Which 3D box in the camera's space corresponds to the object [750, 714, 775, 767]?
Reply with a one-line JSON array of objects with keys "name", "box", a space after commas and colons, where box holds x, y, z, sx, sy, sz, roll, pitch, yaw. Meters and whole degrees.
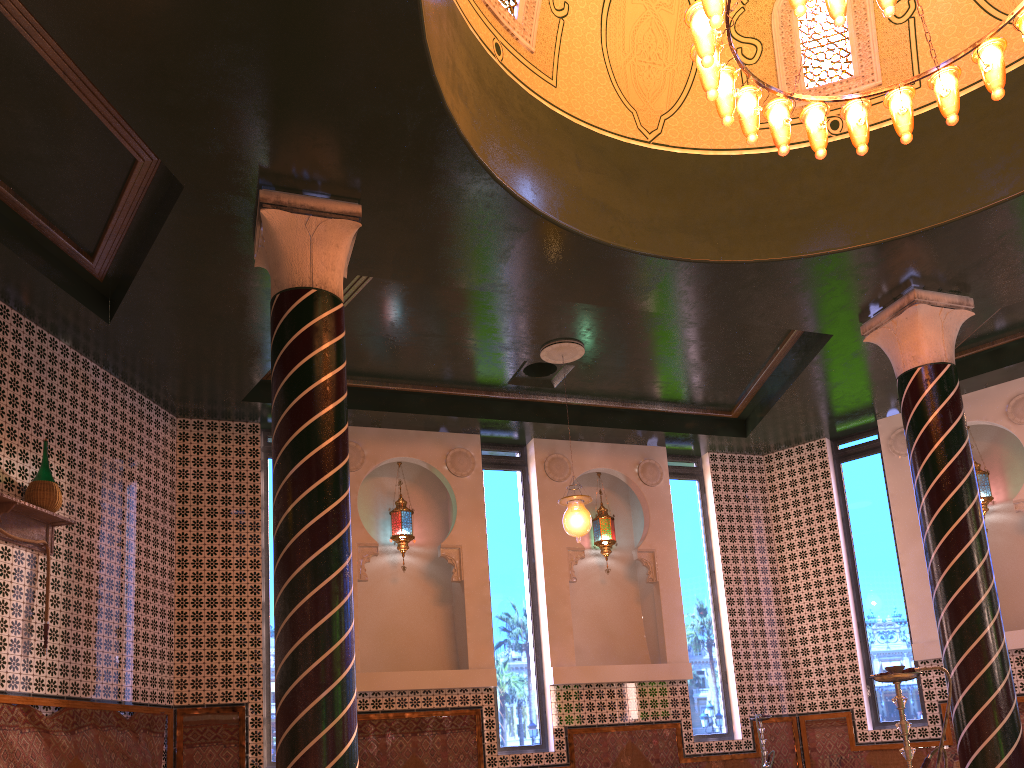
[{"name": "object", "box": [3.360, 5.001, 11.445, 0.303, 1.194, 0.484, -8, -14, 15]}]

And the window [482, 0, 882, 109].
[{"name": "window", "box": [2.214, -4.263, 5.765, 5.793, 1.107, 5.825, -10, -24, 14]}]

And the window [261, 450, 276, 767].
[{"name": "window", "box": [-2.710, 2.732, 10.703, 0.775, 3.811, 0.095, 1, -13, -21]}]

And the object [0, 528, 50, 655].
[{"name": "object", "box": [-4.430, 1.559, 6.972, 0.060, 0.989, 2.106, -6, -21, 8]}]

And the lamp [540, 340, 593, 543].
[{"name": "lamp", "box": [0.661, 0.687, 9.798, 0.522, 2.209, 0.542, 4, -15, -31]}]

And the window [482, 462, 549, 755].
[{"name": "window", "box": [-0.018, 2.969, 11.666, 0.775, 3.811, 0.095, 1, -13, -21]}]

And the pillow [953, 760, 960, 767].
[{"name": "pillow", "box": [5.910, 4.909, 10.058, 5.949, 1.138, 1.447, -23, -26, 37]}]

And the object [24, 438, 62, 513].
[{"name": "object", "box": [-4.279, 0.843, 7.902, 0.305, 0.687, 0.312, -9, -15, 20]}]

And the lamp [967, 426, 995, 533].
[{"name": "lamp", "box": [6.222, 1.266, 11.572, 0.335, 1.490, 0.367, -15, -17, 41]}]

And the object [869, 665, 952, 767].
[{"name": "object", "box": [2.444, 2.293, 5.119, 0.462, 1.194, 0.316, -3, -13, -4]}]

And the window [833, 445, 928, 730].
[{"name": "window", "box": [5.203, 2.842, 12.193, 0.796, 3.811, 0.093, -15, -16, 40]}]

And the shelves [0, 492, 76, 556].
[{"name": "shelves", "box": [-4.617, 0.513, 5.937, 0.256, 0.323, 4.767, -6, -24, 8]}]

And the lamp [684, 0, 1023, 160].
[{"name": "lamp", "box": [2.173, -4.272, 5.602, 2.468, 4.387, 2.614, -1, -15, -12]}]

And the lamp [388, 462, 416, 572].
[{"name": "lamp", "box": [-1.464, 1.741, 11.454, 0.326, 1.490, 0.376, -7, -13, 12]}]

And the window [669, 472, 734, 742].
[{"name": "window", "box": [2.673, 3.205, 12.628, 0.775, 3.811, 0.095, 1, -13, -21]}]

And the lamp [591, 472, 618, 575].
[{"name": "lamp", "box": [1.319, 1.995, 12.471, 0.363, 1.490, 0.339, -7, -13, 13]}]
